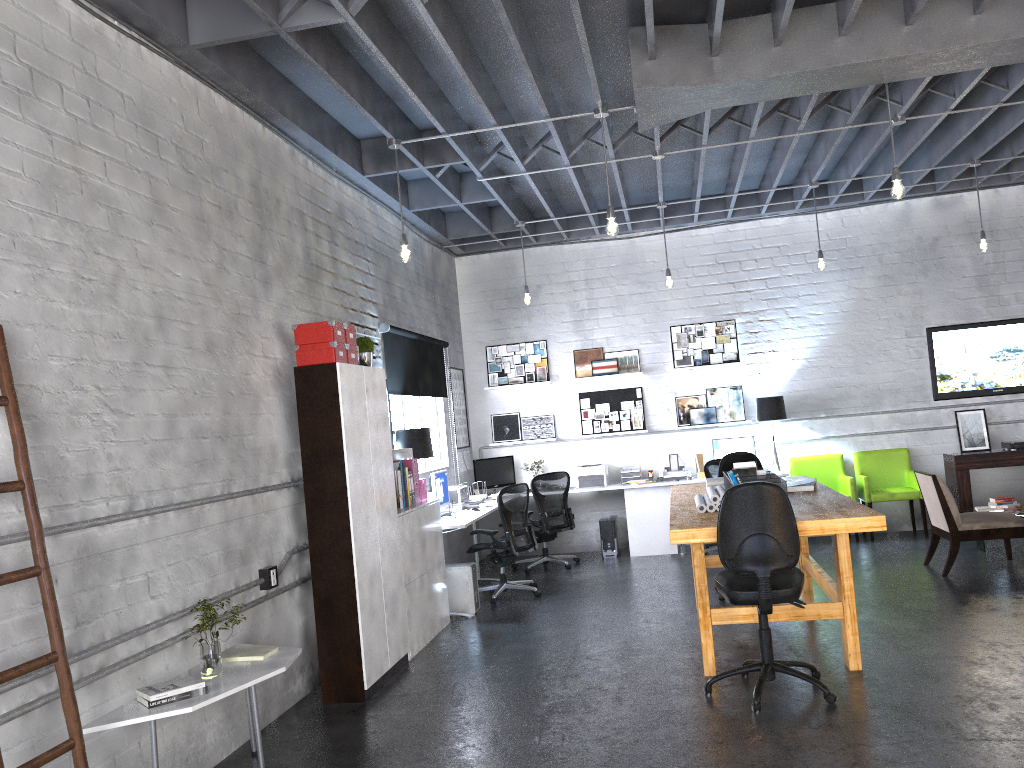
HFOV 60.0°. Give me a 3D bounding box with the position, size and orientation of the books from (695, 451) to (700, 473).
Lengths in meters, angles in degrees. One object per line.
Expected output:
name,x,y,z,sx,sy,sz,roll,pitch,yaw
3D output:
books,2.106,0.907,10.043,0.043,0.296,0.210,-6,-2,10

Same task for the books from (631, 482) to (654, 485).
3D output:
books,1.452,1.103,9.868,0.211,0.014,0.148,-4,-3,-25

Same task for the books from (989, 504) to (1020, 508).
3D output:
books,4.817,1.189,8.686,0.161,0.026,0.223,-4,-3,-20

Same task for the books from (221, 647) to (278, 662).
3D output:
books,-1.330,1.365,4.475,0.248,0.021,0.177,-6,-3,10

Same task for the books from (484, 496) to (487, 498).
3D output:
books,-0.439,1.237,9.602,0.297,0.006,0.210,-6,-3,9

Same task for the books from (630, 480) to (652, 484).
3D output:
books,1.433,1.091,9.859,0.211,0.014,0.148,-5,-3,-15

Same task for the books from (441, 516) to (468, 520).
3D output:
books,-0.514,1.180,7.805,0.209,0.012,0.158,-7,-3,33

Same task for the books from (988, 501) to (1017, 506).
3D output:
books,4.805,1.166,8.692,0.208,0.024,0.144,-5,-3,-5

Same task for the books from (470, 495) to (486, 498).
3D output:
books,-0.438,1.221,9.602,0.297,0.006,0.210,-6,-3,10

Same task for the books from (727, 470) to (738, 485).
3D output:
books,1.409,0.656,5.531,0.108,0.234,0.166,-6,-2,10

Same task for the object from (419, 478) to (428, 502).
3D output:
object,-0.826,0.878,7.296,0.214,0.177,0.161,-6,-2,10

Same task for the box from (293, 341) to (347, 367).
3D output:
box,-1.182,-0.179,5.499,0.270,0.131,0.206,-6,-2,10

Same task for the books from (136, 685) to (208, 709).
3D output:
books,-1.477,1.345,3.853,0.250,0.031,0.185,-3,-3,-38

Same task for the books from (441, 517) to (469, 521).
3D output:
books,-0.511,1.192,7.801,0.213,0.012,0.158,-7,-3,35

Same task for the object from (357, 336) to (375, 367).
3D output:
object,-1.033,-0.216,6.178,0.169,0.240,0.171,-6,-2,9

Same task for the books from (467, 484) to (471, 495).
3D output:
books,-0.478,1.187,9.970,0.052,0.109,0.133,-6,-2,25

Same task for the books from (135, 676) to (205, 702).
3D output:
books,-1.481,1.318,3.844,0.234,0.022,0.185,-3,-3,-42

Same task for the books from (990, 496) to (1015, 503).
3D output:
books,4.800,1.133,8.686,0.185,0.041,0.129,-5,-3,5

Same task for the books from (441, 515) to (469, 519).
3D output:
books,-0.511,1.169,7.808,0.212,0.010,0.170,-7,-3,37

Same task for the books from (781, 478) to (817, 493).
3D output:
books,2.035,0.719,6.296,0.244,0.067,0.298,-6,-3,20

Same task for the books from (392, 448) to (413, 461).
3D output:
books,-0.879,0.651,7.109,0.192,0.267,0.060,-6,-2,10

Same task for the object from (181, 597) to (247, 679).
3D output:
object,-1.385,1.183,4.139,0.271,0.362,0.297,-3,-3,-45

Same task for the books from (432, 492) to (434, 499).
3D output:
books,-0.780,1.102,7.949,0.177,0.246,0.026,-6,-2,10

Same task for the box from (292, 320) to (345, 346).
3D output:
box,-1.194,-0.308,5.503,0.270,0.131,0.206,-6,-2,10

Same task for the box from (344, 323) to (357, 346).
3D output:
box,-1.157,-0.303,5.708,0.268,0.133,0.206,-6,-2,10

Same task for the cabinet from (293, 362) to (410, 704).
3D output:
cabinet,-1.020,0.913,5.789,0.291,2.046,0.873,-6,-2,10

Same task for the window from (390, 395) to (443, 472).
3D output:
window,-0.984,0.258,8.702,0.030,1.219,1.822,-6,-2,10

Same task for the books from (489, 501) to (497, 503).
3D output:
books,-0.186,1.223,9.197,0.112,0.001,0.066,-5,-3,-3

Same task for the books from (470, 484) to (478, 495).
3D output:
books,-0.419,1.188,9.926,0.017,0.121,0.184,-6,-2,25

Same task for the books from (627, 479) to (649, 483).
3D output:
books,1.405,1.079,9.861,0.211,0.014,0.148,-6,-3,25

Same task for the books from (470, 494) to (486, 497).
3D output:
books,-0.437,1.216,9.607,0.297,0.006,0.210,-6,-3,11

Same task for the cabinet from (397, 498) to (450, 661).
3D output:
cabinet,-0.882,1.463,6.811,0.465,1.020,1.152,-6,-2,10

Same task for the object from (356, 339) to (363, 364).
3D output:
object,-1.106,-0.216,6.040,0.169,0.240,0.171,-4,-3,-41

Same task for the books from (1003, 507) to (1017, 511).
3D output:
books,4.794,1.220,8.695,0.223,0.032,0.161,-5,-3,-10

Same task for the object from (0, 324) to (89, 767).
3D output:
object,-1.701,0.813,3.026,0.320,2.120,0.425,-6,-2,10

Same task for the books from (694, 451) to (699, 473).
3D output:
books,2.097,0.909,10.041,0.036,0.296,0.210,-6,-2,10

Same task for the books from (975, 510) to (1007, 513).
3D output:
books,4.555,1.223,8.426,0.174,0.045,0.240,-5,-3,0

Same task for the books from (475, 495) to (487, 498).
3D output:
books,-0.436,1.226,9.602,0.297,0.006,0.210,-6,-3,12

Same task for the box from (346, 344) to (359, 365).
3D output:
box,-1.144,-0.173,5.704,0.270,0.131,0.206,-6,-2,10

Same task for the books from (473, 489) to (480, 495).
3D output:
books,-0.393,1.217,9.925,0.037,0.076,0.102,-6,-2,25

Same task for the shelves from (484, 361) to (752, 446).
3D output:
shelves,1.200,0.243,10.321,3.025,0.694,0.199,-6,-2,10

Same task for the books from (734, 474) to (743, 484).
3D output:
books,1.440,0.664,5.510,0.097,0.209,0.158,-6,-2,10

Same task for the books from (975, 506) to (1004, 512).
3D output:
books,4.547,1.188,8.450,0.223,0.027,0.161,-6,-3,20

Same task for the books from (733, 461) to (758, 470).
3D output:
books,1.733,0.684,6.556,0.171,0.210,0.046,-6,-2,10

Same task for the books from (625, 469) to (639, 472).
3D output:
books,1.368,0.994,10.206,0.134,0.008,0.203,-5,-3,-7

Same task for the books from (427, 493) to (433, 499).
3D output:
books,-0.784,1.104,7.931,0.172,0.243,0.026,-6,-2,10

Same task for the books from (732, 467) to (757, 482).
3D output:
books,1.581,0.672,6.005,0.158,0.214,0.063,-6,-2,10

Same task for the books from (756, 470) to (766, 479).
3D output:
books,1.655,0.679,6.022,0.143,0.188,0.061,-6,-2,10

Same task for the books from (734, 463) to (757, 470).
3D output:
books,1.726,0.690,6.526,0.158,0.199,0.082,-6,-2,10
